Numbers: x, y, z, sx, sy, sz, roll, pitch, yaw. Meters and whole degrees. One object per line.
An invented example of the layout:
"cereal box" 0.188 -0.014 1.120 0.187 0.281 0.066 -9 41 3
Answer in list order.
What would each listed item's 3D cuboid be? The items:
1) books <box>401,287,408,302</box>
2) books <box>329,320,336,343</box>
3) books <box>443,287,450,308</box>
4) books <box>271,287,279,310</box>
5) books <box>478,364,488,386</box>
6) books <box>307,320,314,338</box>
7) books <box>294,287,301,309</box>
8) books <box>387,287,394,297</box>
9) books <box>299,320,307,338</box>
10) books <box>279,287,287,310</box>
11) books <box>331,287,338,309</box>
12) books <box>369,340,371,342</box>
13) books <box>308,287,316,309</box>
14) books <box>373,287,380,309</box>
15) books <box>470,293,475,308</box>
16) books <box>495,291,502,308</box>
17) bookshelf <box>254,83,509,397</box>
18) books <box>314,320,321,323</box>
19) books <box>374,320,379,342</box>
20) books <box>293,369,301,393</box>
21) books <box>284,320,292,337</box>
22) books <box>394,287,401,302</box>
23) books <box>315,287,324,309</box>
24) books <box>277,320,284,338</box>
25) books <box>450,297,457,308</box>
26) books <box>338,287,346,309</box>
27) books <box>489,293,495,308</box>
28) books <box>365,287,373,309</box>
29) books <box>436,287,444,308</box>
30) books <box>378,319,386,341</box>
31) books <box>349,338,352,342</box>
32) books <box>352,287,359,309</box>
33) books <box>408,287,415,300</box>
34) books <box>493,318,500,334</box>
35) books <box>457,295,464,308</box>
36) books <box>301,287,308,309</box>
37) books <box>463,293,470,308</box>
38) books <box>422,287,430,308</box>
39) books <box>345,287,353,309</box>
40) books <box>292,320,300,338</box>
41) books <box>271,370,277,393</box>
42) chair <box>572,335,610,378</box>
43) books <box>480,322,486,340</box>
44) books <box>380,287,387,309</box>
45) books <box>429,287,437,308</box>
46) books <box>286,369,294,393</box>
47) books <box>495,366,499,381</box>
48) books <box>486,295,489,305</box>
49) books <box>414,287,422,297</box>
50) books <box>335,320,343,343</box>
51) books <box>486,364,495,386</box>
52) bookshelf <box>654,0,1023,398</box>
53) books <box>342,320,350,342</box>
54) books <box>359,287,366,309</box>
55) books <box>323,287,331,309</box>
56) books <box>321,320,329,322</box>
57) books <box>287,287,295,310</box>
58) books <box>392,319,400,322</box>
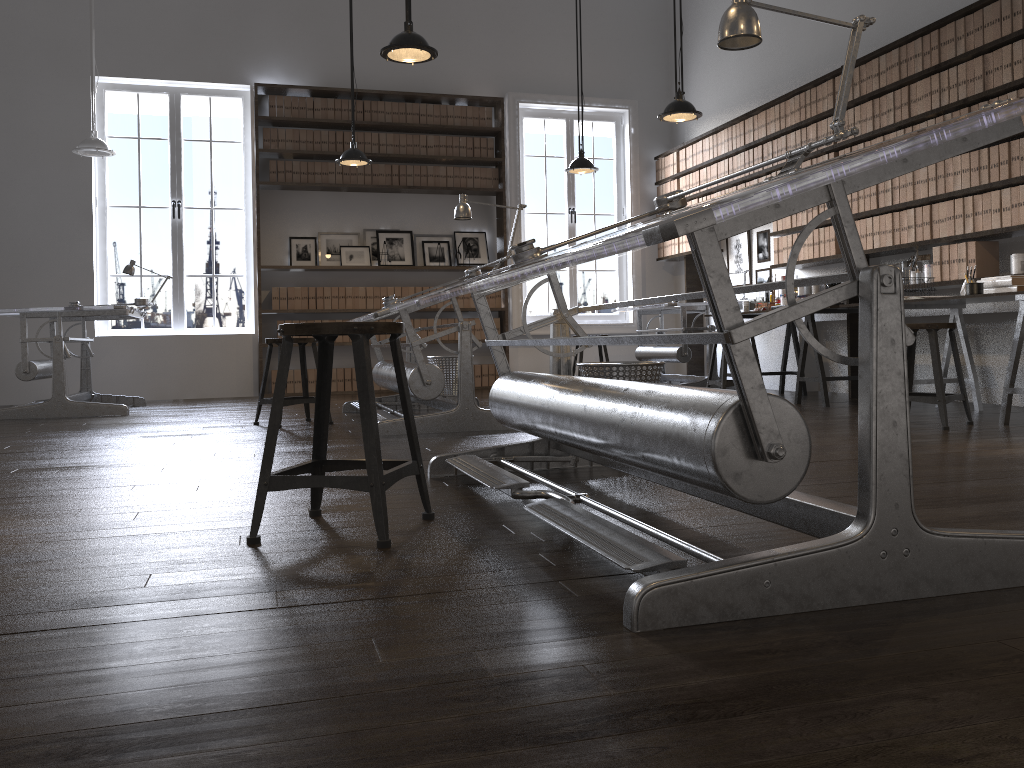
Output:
"books" -1.097 -0.868 8.983 0.067 0.226 0.174 -1 1 -16
"books" -1.791 -0.523 8.785 0.067 0.225 0.174 -1 1 -16
"books" -0.685 -0.882 9.107 0.067 0.226 0.174 -1 1 -16
"books" -2.308 -0.828 8.639 0.067 0.226 0.174 -1 1 -16
"books" -0.301 -0.090 9.202 0.067 0.226 0.174 -1 1 -16
"books" -1.989 -0.516 8.729 0.067 0.226 0.174 -1 1 -16
"books" -2.109 -0.834 8.697 0.067 0.225 0.174 -1 1 -16
"books" -1.237 -0.863 8.946 0.067 0.226 0.174 -1 1 -16
"books" -2.056 -0.514 8.711 0.067 0.226 0.174 -1 1 -16
"books" -2.238 -0.830 8.656 0.067 0.226 0.174 -1 1 -16
"books" -1.766 -0.846 8.797 0.067 0.226 0.174 -1 1 -16
"books" -1.458 -0.534 8.882 0.067 0.226 0.174 -1 1 -16
"books" -1.974 -0.839 8.733 0.067 0.226 0.174 -1 1 -16
"books" -1.371 -0.859 8.910 0.067 0.226 0.174 -1 1 -16
"books" -0.427 -0.891 9.178 0.067 0.225 0.174 -1 1 -16
"books" -0.165 -0.899 9.250 0.067 0.226 0.174 -1 1 -16
"bookshelf" -1.291 -1.061 8.978 2.474 3.724 0.412 -1 0 -16
"books" -1.920 -0.518 8.744 0.067 0.226 0.174 -1 1 -16
"books" -1.384 -0.536 8.898 0.067 0.226 0.174 -1 1 -16
"books" -2.105 -0.029 8.687 0.067 0.225 0.174 -1 1 -16
"books" -2.191 -0.509 8.665 0.067 0.226 0.174 -1 1 -16
"books" -1.166 -0.866 8.963 0.067 0.226 0.174 -1 1 -16
"books" -1.903 -0.841 8.759 0.067 0.226 0.174 -1 1 -16
"books" -2.261 -0.506 8.645 0.067 0.226 0.174 -1 1 -16
"books" -0.617 -0.884 9.127 0.067 0.226 0.174 -1 1 -16
"books" -1.698 -0.848 8.817 0.067 0.226 0.174 -1 1 -16
"books" -0.229 -0.897 9.239 0.067 0.226 0.174 -1 1 -16
"books" -1.438 -0.857 8.887 0.067 0.226 0.174 -1 1 -16
"books" -0.752 -0.880 9.084 0.067 0.226 0.174 -1 1 -16
"books" -1.315 -0.538 8.923 0.067 0.225 0.174 -1 1 -16
"books" -1.594 -0.529 8.843 0.067 0.226 0.174 -1 1 -16
"books" -1.569 -0.852 8.853 0.067 0.225 0.174 -1 1 -16
"books" -1.037 -0.870 9.004 0.067 0.225 0.174 -1 1 -16
"books" -0.178 -0.576 9.244 0.067 0.226 0.174 -1 1 -16
"books" -0.550 -0.886 9.140 0.067 0.226 0.174 -1 1 -16
"books" -2.046 -0.836 8.718 0.067 0.225 0.174 -1 1 -16
"books" -0.487 -0.889 9.163 0.067 0.225 0.174 -1 1 -16
"books" -0.892 -0.875 9.043 0.067 0.226 0.174 -1 1 -16
"books" -1.632 -0.850 8.830 0.067 0.226 0.174 -1 1 -16
"books" -2.122 -0.511 8.688 0.067 0.226 0.174 -1 1 -16
"books" -2.311 -0.023 8.632 0.067 0.226 0.174 -1 1 -16
"chair" 0.702 -0.167 7.840 0.358 0.528 0.372 -1 1 -8
"books" -0.315 -0.572 9.209 0.067 0.226 0.174 -1 1 -16
"books" -1.305 -0.861 8.931 0.067 0.226 0.174 -1 1 -16
"books" -0.821 -0.878 9.069 0.067 0.226 0.174 -1 1 -16
"books" -2.175 -0.027 8.665 0.067 0.226 0.174 -1 1 -16
"books" -0.158 -0.095 9.246 0.067 0.225 0.174 -1 1 -16
"books" -0.296 -0.895 9.218 0.067 0.226 0.174 -1 1 -16
"books" -0.965 -0.873 9.028 0.067 0.225 0.174 -1 1 -16
"books" -1.725 -0.524 8.799 0.067 0.226 0.174 -1 1 -16
"books" -0.232 -0.092 9.228 0.067 0.225 0.174 -1 1 -16
"bookshelf" 3.008 -0.719 5.193 0.373 3.206 9.181 -1 2 -16
"books" -1.662 -0.527 8.823 0.067 0.226 0.174 -1 1 -16
"books" -1.508 -0.854 8.868 0.067 0.225 0.174 -1 1 -16
"books" -1.833 -0.843 8.774 0.067 0.226 0.174 -1 1 -16
"books" -1.851 -0.520 8.766 0.067 0.225 0.174 -1 1 -16
"books" -2.168 -0.832 8.676 0.067 0.226 0.174 -1 1 -16
"books" -1.181 -0.543 8.958 0.067 0.226 0.174 -1 1 -16
